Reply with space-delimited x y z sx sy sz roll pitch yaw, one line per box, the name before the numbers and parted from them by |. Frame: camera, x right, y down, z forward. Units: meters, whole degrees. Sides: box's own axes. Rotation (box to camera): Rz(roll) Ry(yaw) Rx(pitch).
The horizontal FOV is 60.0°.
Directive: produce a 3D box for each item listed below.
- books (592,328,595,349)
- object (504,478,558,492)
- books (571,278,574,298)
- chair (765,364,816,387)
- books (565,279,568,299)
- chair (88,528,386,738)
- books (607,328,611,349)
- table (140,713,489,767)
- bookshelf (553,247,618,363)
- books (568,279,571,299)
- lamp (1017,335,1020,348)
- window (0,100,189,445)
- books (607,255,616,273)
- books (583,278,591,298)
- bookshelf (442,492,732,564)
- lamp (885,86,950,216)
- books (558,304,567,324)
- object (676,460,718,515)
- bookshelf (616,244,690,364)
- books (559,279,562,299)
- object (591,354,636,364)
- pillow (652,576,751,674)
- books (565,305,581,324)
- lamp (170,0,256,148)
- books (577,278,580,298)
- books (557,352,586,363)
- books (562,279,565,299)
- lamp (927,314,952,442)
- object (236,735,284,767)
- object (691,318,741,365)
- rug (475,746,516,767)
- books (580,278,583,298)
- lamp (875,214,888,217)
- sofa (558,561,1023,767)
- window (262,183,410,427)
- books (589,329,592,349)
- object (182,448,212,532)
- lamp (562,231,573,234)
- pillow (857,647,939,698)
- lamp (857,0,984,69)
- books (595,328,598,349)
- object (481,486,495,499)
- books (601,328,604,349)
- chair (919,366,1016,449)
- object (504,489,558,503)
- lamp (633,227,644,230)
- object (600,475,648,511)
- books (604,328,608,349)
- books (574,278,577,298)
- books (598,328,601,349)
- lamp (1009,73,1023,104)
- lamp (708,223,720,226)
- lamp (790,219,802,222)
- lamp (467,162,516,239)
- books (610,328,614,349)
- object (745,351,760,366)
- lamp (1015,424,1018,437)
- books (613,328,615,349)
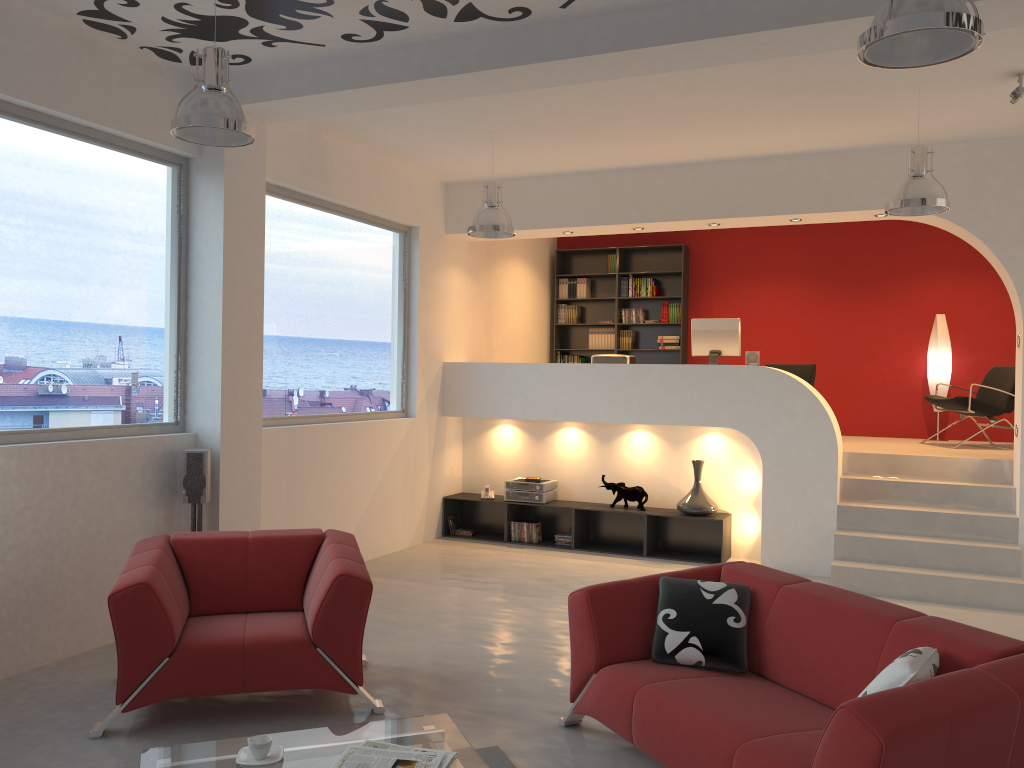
books | 1.055 -0.562 11.155 0.040 0.260 0.200 1 1 24
object | 0.186 0.982 8.659 0.430 0.077 0.349 1 1 24
books | 0.798 -1.200 11.272 0.040 0.260 0.200 1 1 24
chair | 2.764 0.177 9.373 0.664 0.795 0.768 1 1 44
books | 0.724 -1.202 11.305 0.040 0.260 0.200 1 1 24
chair | -1.328 1.176 4.434 1.288 0.738 0.951 1 0 -16
books | 1.240 -0.559 11.071 0.040 0.260 0.200 1 1 24
table | -0.568 1.423 2.720 1.097 0.286 1.162 1 1 -21
bookshelf | 0.963 -0.577 11.161 0.816 2.213 0.305 1 1 24
books | 0.761 -1.201 11.289 0.040 0.260 0.200 1 1 24
lamp | 3.970 -0.333 6.949 0.011 0.105 0.105 1 1 24
window | -2.676 -0.581 4.751 0.100 1.800 2.400 1 1 24
books | 1.287 -1.481 11.062 0.146 0.240 0.170 1 1 24
books | 0.946 -1.197 11.205 0.040 0.260 0.200 1 1 24
bookshelf | 0.652 1.348 8.443 2.764 0.397 0.405 1 1 24
lamp | 2.586 -1.502 5.648 0.379 0.800 0.379 1 0 -4
books | 0.671 -0.885 11.343 0.090 0.256 0.181 1 1 24
object | 1.670 0.930 7.981 0.369 0.481 0.369 1 0 -10
bookshelf | 1.706 -0.561 10.824 0.816 2.213 0.305 1 1 24
books | 0.651 -1.203 11.339 0.040 0.260 0.200 1 1 24
object | 1.038 -0.181 8.814 0.397 0.217 0.458 1 1 24
pillow | 0.826 1.042 3.860 0.402 0.343 0.288 1 0 17
books | 0.780 -0.874 11.293 0.146 0.240 0.170 1 1 24
lamp | -1.394 -1.559 4.161 0.379 0.800 0.379 1 1 -37
books | 0.872 -1.199 11.238 0.040 0.260 0.200 1 1 24
books | 0.763 -0.265 11.276 0.341 0.286 0.231 1 1 24
books | 0.688 -1.203 11.322 0.040 0.260 0.200 1 1 24
lamp | 4.564 -0.068 9.478 0.237 1.349 0.237 1 1 33
object | -0.852 1.238 3.002 0.153 0.069 0.153 1 0 -9
object | 1.916 -0.387 8.327 0.458 0.452 0.230 1 1 24
rug | -0.559 1.568 2.725 1.700 0.025 1.700 1 1 -21
books | 0.909 -1.198 11.221 0.040 0.260 0.200 1 1 24
lamp | 3.065 -1.397 7.359 0.105 0.011 0.105 1 0 13
sofa | 1.026 1.226 3.423 0.951 0.738 1.929 1 1 -26
window | -1.517 -0.582 7.300 0.100 1.800 2.400 1 1 24
books | 1.018 -0.563 11.172 0.040 0.260 0.200 1 1 24
object | -1.985 0.969 5.577 0.214 1.112 0.229 1 0 -11
lamp | 0.534 -1.451 8.509 0.105 0.011 0.105 1 0 13
pillow | 1.252 1.056 2.957 0.288 0.343 0.402 1 1 32
lamp | 1.345 -1.501 2.916 0.379 0.800 0.379 1 0 17
books | 1.092 -0.562 11.139 0.040 0.260 0.200 1 1 24
object | -0.238 1.064 8.757 0.130 0.117 0.146 1 0 0
books | 1.165 -0.560 11.105 0.040 0.260 0.200 1 1 24
chair | 4.509 0.213 8.644 0.768 0.795 0.664 1 0 -1
object | 0.181 1.080 8.653 0.430 0.100 0.365 1 1 24
lamp | 1.171 -1.437 8.220 0.105 0.011 0.105 1 0 13
object | 1.046 1.010 8.291 0.507 0.296 0.191 1 1 40
books | 1.202 -0.559 11.088 0.040 0.260 0.200 1 1 24
books | 0.835 -1.200 11.255 0.040 0.260 0.200 1 1 24
books | 1.128 -0.561 11.122 0.040 0.260 0.200 1 1 24
lamp | 3.093 -1.799 5.405 0.118 0.176 0.112 1 1 -23
lamp | 1.808 -1.424 7.930 0.105 0.011 0.105 1 0 13
lamp | 2.445 -1.411 7.641 0.105 0.011 0.105 1 0 13
lamp | -0.153 -1.560 6.892 0.379 0.800 0.379 1 0 -4
books | 1.277 -0.558 11.055 0.040 0.260 0.200 1 1 24
object | 2.234 -0.228 8.238 0.133 0.147 0.151 1 0 8
lamp | 3.957 0.366 6.955 0.011 0.105 0.105 1 1 24
books | 1.313 -0.557 11.038 0.040 0.260 0.200 1 1 24
